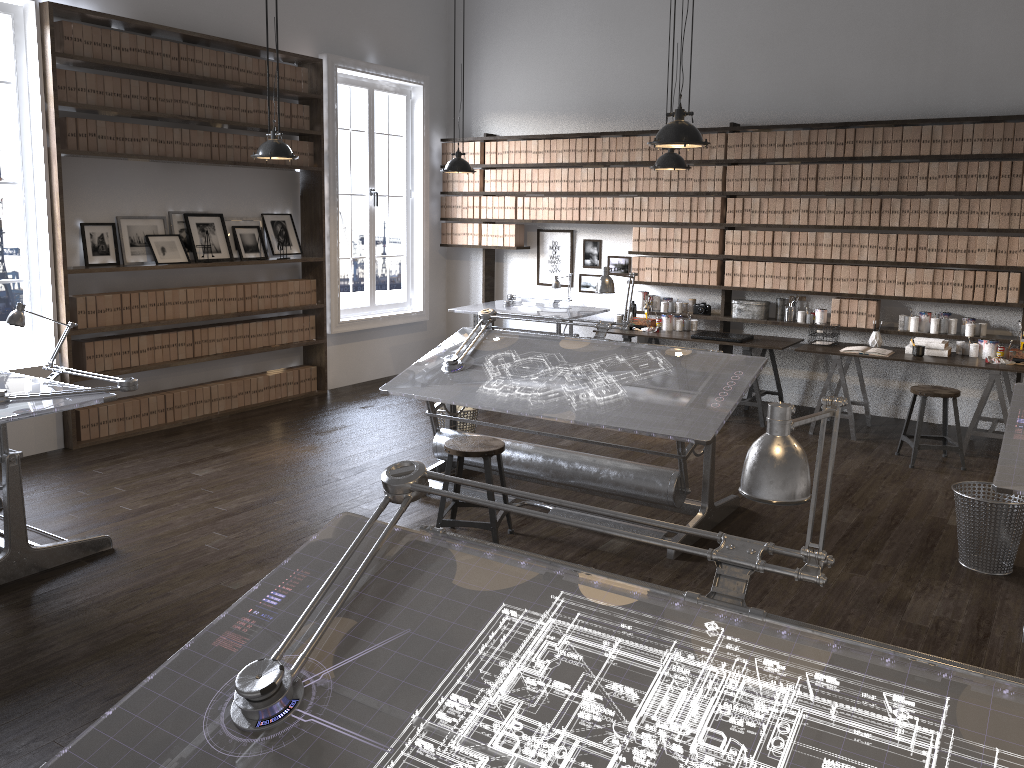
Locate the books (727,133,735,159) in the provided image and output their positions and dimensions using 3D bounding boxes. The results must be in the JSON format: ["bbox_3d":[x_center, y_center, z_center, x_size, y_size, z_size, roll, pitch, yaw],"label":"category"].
[{"bbox_3d":[1.932,-2.057,7.683,0.067,0.224,0.175,6,11,32],"label":"books"}]

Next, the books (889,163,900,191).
[{"bbox_3d":[3.037,-1.630,7.007,0.067,0.224,0.175,6,11,32],"label":"books"}]

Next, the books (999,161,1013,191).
[{"bbox_3d":[3.681,-1.541,6.596,0.067,0.224,0.175,6,11,32],"label":"books"}]

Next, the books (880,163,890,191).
[{"bbox_3d":[2.983,-1.639,7.047,0.067,0.224,0.175,6,11,32],"label":"books"}]

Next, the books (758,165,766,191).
[{"bbox_3d":[2.162,-1.752,7.573,0.067,0.224,0.175,6,11,32],"label":"books"}]

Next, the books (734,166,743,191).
[{"bbox_3d":[1.989,-1.776,7.684,0.067,0.224,0.175,6,11,32],"label":"books"}]

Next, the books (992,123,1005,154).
[{"bbox_3d":[3.626,-1.822,6.594,0.067,0.224,0.175,6,11,32],"label":"books"}]

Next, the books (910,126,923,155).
[{"bbox_3d":[3.159,-1.886,6.893,0.067,0.224,0.175,6,11,32],"label":"books"}]

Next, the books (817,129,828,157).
[{"bbox_3d":[2.569,-1.969,7.278,0.067,0.224,0.175,6,11,32],"label":"books"}]

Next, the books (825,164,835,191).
[{"bbox_3d":[2.633,-1.687,7.271,0.067,0.224,0.175,6,11,32],"label":"books"}]

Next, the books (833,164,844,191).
[{"bbox_3d":[2.683,-1.679,7.233,0.067,0.224,0.175,6,11,32],"label":"books"}]

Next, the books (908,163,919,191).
[{"bbox_3d":[3.157,-1.615,6.936,0.067,0.224,0.175,6,11,32],"label":"books"}]

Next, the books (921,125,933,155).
[{"bbox_3d":[3.219,-1.878,6.854,0.067,0.224,0.175,6,11,32],"label":"books"}]

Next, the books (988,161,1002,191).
[{"bbox_3d":[3.621,-1.551,6.641,0.067,0.224,0.175,6,11,32],"label":"books"}]

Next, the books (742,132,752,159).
[{"bbox_3d":[2.043,-2.041,7.607,0.067,0.224,0.175,6,11,32],"label":"books"}]

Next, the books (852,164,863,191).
[{"bbox_3d":[2.806,-1.663,7.158,0.067,0.224,0.175,6,11,32],"label":"books"}]

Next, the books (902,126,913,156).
[{"bbox_3d":[3.108,-1.894,6.930,0.067,0.224,0.175,6,11,32],"label":"books"}]

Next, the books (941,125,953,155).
[{"bbox_3d":[3.343,-1.862,6.784,0.067,0.224,0.175,6,11,32],"label":"books"}]

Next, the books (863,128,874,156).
[{"bbox_3d":[2.865,-1.927,7.081,0.067,0.224,0.175,6,11,32],"label":"books"}]

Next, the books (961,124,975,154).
[{"bbox_3d":[3.457,-1.845,6.704,0.067,0.224,0.175,6,11,32],"label":"books"}]

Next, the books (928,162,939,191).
[{"bbox_3d":[3.275,-1.598,6.858,0.067,0.224,0.175,6,11,32],"label":"books"}]

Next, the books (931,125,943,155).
[{"bbox_3d":[3.282,-1.870,6.818,0.067,0.224,0.175,6,11,32],"label":"books"}]

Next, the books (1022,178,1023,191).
[{"bbox_3d":[3.808,-1.524,6.518,0.067,0.224,0.175,6,11,32],"label":"books"}]

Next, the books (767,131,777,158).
[{"bbox_3d":[2.224,-2.017,7.498,0.067,0.224,0.175,6,11,32],"label":"books"}]

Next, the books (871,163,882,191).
[{"bbox_3d":[2.930,-1.646,7.079,0.067,0.224,0.175,6,11,32],"label":"books"}]

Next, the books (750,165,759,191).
[{"bbox_3d":[2.108,-1.759,7.605,0.067,0.224,0.175,6,11,32],"label":"books"}]

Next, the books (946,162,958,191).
[{"bbox_3d":[3.383,-1.582,6.786,0.067,0.224,0.175,6,11,32],"label":"books"}]

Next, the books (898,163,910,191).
[{"bbox_3d":[3.099,-1.623,6.976,0.067,0.224,0.175,6,11,32],"label":"books"}]

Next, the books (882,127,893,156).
[{"bbox_3d":[2.988,-1.911,7.010,0.067,0.224,0.175,6,11,32],"label":"books"}]

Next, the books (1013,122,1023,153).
[{"bbox_3d":[3.745,-1.807,6.525,0.067,0.224,0.175,6,11,32],"label":"books"}]

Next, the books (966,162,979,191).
[{"bbox_3d":[3.502,-1.567,6.717,0.067,0.224,0.175,6,11,32],"label":"books"}]

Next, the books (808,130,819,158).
[{"bbox_3d":[2.510,-1.977,7.316,0.067,0.224,0.175,6,11,32],"label":"books"}]

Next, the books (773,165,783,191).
[{"bbox_3d":[2.275,-1.737,7.502,0.067,0.224,0.175,6,11,32],"label":"books"}]

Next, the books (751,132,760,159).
[{"bbox_3d":[2.106,-2.033,7.571,0.067,0.224,0.175,6,11,32],"label":"books"}]

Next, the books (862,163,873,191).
[{"bbox_3d":[2.868,-1.654,7.117,0.067,0.224,0.175,6,11,32],"label":"books"}]

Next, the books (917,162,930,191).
[{"bbox_3d":[3.214,-1.606,6.895,0.067,0.224,0.175,6,11,32],"label":"books"}]

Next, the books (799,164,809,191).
[{"bbox_3d":[2.454,-1.712,7.388,0.067,0.224,0.175,6,11,32],"label":"books"}]

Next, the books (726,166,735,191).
[{"bbox_3d":[1.932,-1.785,7.723,0.067,0.224,0.175,6,11,32],"label":"books"}]

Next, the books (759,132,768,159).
[{"bbox_3d":[2.167,-2.025,7.537,0.067,0.224,0.175,6,11,32],"label":"books"}]

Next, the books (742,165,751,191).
[{"bbox_3d":[2.046,-1.768,7.643,0.067,0.224,0.175,6,11,32],"label":"books"}]

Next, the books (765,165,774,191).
[{"bbox_3d":[2.215,-1.744,7.533,0.067,0.224,0.175,6,11,32],"label":"books"}]

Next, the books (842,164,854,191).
[{"bbox_3d":[2.744,-1.671,7.194,0.067,0.224,0.175,6,11,32],"label":"books"}]

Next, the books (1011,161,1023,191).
[{"bbox_3d":[3.746,-1.533,6.561,0.067,0.224,0.175,6,11,32],"label":"books"}]

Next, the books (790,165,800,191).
[{"bbox_3d":[2.392,-1.720,7.422,0.067,0.224,0.175,6,11,32],"label":"books"}]

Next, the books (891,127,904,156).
[{"bbox_3d":[3.046,-1.903,6.971,0.067,0.224,0.175,6,11,32],"label":"books"}]

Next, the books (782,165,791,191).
[{"bbox_3d":[2.334,-1.729,7.464,0.067,0.224,0.175,6,11,32],"label":"books"}]

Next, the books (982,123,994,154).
[{"bbox_3d":[3.572,-1.830,6.634,0.067,0.224,0.175,6,11,32],"label":"books"}]

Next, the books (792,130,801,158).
[{"bbox_3d":[2.396,-1.993,7.387,0.067,0.224,0.175,6,11,32],"label":"books"}]

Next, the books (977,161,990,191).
[{"bbox_3d":[3.559,-1.558,6.675,0.067,0.224,0.175,6,11,32],"label":"books"}]

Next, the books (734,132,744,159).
[{"bbox_3d":[1.983,-2.049,7.646,0.067,0.224,0.175,6,11,32],"label":"books"}]

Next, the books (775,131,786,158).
[{"bbox_3d":[2.281,-2.008,7.456,0.067,0.224,0.175,6,11,32],"label":"books"}]

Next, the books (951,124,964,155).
[{"bbox_3d":[3.400,-1.854,6.745,0.067,0.224,0.175,6,11,32],"label":"books"}]

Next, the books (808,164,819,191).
[{"bbox_3d":[2.514,-1.703,7.343,0.067,0.224,0.175,6,11,32],"label":"books"}]

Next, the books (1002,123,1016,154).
[{"bbox_3d":[3.686,-1.815,6.563,0.067,0.224,0.175,6,11,32],"label":"books"}]

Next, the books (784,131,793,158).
[{"bbox_3d":[2.343,-2.000,7.419,0.067,0.224,0.175,6,11,32],"label":"books"}]

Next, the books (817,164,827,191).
[{"bbox_3d":[2.579,-1.695,7.308,0.067,0.224,0.175,6,11,32],"label":"books"}]

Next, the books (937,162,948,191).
[{"bbox_3d":[3.329,-1.591,6.826,0.067,0.224,0.175,6,11,32],"label":"books"}]

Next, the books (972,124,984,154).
[{"bbox_3d":[3.519,-1.837,6.666,0.067,0.224,0.175,6,11,32],"label":"books"}]

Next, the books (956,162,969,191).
[{"bbox_3d":[3.442,-1.575,6.755,0.067,0.224,0.175,6,11,32],"label":"books"}]
